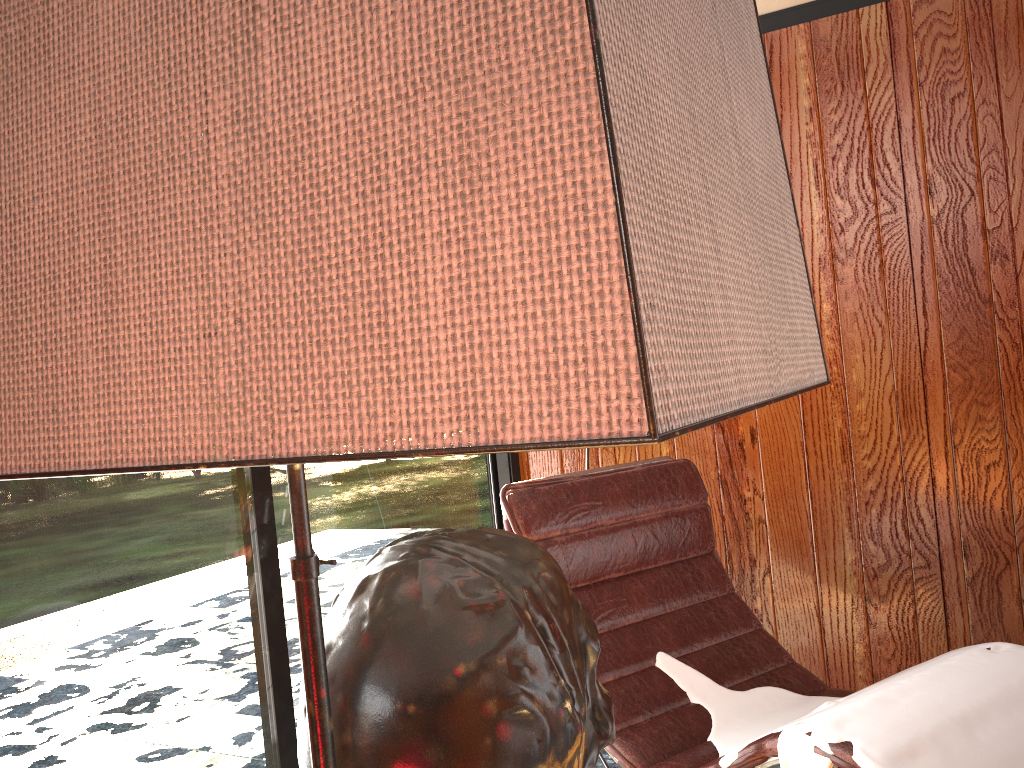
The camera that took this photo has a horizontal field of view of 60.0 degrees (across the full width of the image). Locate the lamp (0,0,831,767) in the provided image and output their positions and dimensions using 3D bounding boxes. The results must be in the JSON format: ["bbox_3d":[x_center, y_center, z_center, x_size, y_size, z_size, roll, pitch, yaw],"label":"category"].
[{"bbox_3d":[-0.020,0.112,0.444,0.316,0.732,0.316,-5,0,28],"label":"lamp"}]

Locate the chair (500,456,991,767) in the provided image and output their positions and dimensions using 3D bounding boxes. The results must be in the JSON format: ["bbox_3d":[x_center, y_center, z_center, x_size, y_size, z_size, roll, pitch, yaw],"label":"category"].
[{"bbox_3d":[0.595,0.606,1.595,0.593,0.886,1.298,-6,0,-35],"label":"chair"}]

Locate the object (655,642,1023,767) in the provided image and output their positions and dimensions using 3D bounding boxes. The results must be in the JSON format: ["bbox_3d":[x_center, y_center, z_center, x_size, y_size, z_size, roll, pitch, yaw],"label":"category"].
[{"bbox_3d":[0.705,0.732,1.501,0.713,0.489,0.897,-6,0,-5],"label":"object"}]

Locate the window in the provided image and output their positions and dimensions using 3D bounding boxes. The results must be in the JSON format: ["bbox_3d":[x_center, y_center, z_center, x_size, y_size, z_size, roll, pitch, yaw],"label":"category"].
[{"bbox_3d":[-0.549,-0.132,1.843,0.085,2.580,2.260,-5,0,28],"label":"window"}]

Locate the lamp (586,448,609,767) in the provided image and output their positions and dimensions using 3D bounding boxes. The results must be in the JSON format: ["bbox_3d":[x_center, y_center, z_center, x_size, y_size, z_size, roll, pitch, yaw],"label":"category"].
[{"bbox_3d":[0.254,0.322,2.261,0.595,1.514,0.410,-5,0,37],"label":"lamp"}]
